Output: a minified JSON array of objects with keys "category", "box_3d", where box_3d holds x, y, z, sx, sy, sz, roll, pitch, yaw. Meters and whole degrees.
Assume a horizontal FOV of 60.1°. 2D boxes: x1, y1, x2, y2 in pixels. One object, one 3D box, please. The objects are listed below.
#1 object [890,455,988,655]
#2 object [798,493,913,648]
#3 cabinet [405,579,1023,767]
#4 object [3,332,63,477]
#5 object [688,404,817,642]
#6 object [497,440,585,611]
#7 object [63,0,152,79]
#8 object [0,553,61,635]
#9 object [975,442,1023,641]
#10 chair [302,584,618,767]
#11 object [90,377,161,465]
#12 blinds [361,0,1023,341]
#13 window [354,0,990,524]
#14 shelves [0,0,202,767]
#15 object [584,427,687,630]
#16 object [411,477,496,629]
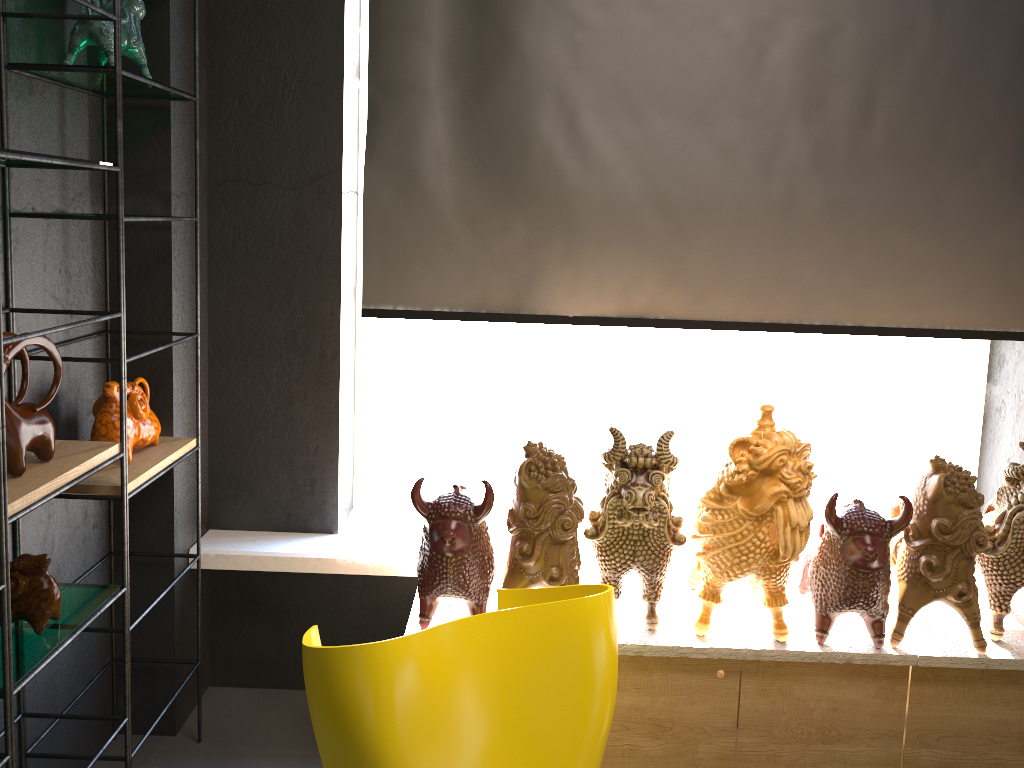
[{"category":"object","box_3d":[1.174,0.428,2.509,0.249,0.540,0.479,3,8,8]},{"category":"object","box_3d":[0.926,0.467,2.468,0.219,0.437,0.467,3,9,5]},{"category":"cabinet","box_3d":[1.068,0.942,2.566,2.729,0.525,0.408,2,8,0]},{"category":"object","box_3d":[-1.048,0.037,1.854,0.114,0.287,0.251,2,8,0]},{"category":"object","box_3d":[0.644,0.355,2.462,0.307,0.649,0.473,3,8,5]},{"category":"object","box_3d":[0.103,0.389,2.514,0.249,0.540,0.479,3,8,8]},{"category":"object","box_3d":[-1.022,-0.939,2.247,0.152,0.329,0.292,1,8,-7]},{"category":"object","box_3d":[-1.084,0.445,1.911,0.210,0.167,0.106,2,8,0]},{"category":"object","box_3d":[1.394,0.415,2.475,0.271,0.574,0.434,1,8,-7]},{"category":"chair","box_3d":[0.020,0.901,1.609,0.659,0.888,1.078,-2,10,-29]},{"category":"object","box_3d":[-1.048,0.085,2.407,0.138,0.220,0.280,2,9,1]},{"category":"blinds","box_3d":[-2.011,-1.100,2.357,12.738,3.281,3.551,6,10,20]},{"category":"window","box_3d":[0.609,-1.053,3.109,2.308,3.140,0.052,2,7,0]},{"category":"shelves","box_3d":[-1.039,-0.550,1.028,0.274,3.873,3.021,2,8,0]},{"category":"object","box_3d":[0.324,0.376,2.480,0.271,0.574,0.434,1,8,-7]},{"category":"object","box_3d":[-0.144,0.428,2.473,0.219,0.437,0.467,3,9,5]}]
